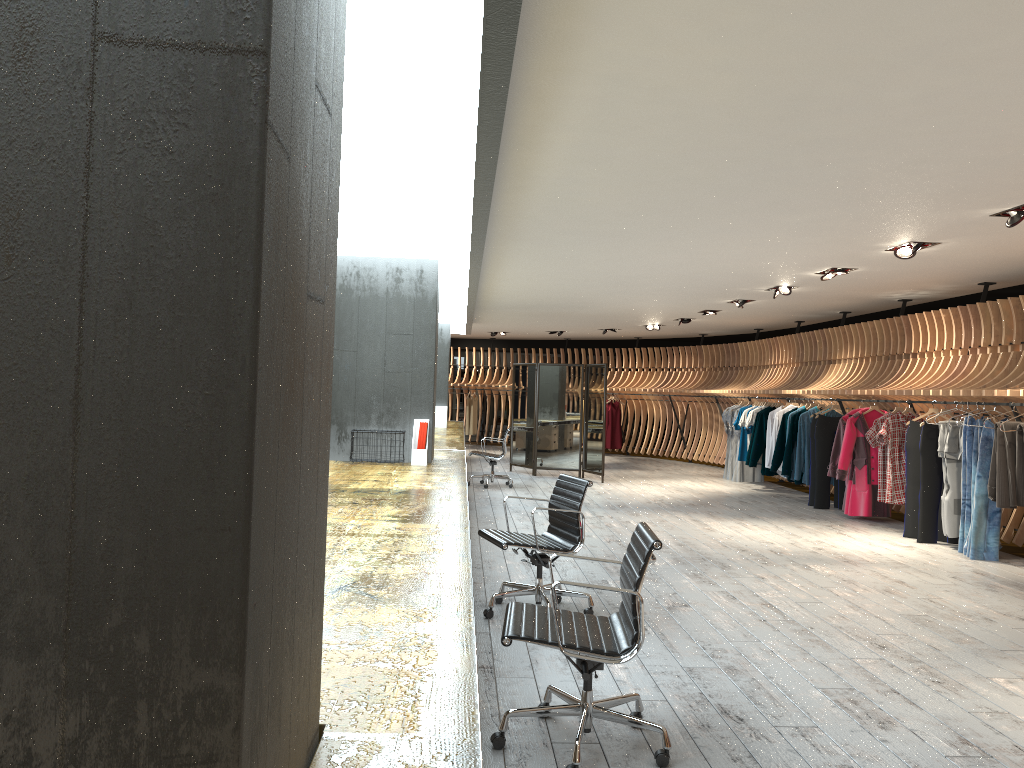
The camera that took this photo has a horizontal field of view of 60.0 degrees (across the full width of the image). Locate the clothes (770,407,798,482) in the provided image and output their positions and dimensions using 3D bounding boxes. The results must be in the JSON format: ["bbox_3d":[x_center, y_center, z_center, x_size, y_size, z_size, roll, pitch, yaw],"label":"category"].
[{"bbox_3d":[4.176,0.874,12.738,0.913,1.082,0.238,2,-1,1],"label":"clothes"}]

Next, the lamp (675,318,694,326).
[{"bbox_3d":[3.060,-1.183,15.727,0.269,0.291,0.492,2,-1,-7],"label":"lamp"}]

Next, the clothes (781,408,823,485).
[{"bbox_3d":[4.203,0.872,12.384,0.913,1.082,0.238,2,-1,-4],"label":"clothes"}]

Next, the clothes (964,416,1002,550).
[{"bbox_3d":[4.438,0.949,8.296,0.277,1.292,0.316,3,-2,-39],"label":"clothes"}]

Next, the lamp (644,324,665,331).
[{"bbox_3d":[2.763,-1.181,17.291,0.269,0.287,0.492,2,-1,-23],"label":"lamp"}]

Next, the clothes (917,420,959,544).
[{"bbox_3d":[4.384,1.053,8.999,0.539,1.353,0.087,2,-1,-4],"label":"clothes"}]

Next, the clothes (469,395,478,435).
[{"bbox_3d":[-0.957,0.779,22.251,0.096,0.989,0.465,2,-1,14],"label":"clothes"}]

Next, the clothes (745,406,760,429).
[{"bbox_3d":[4.119,0.814,14.312,0.742,0.939,0.162,2,-1,-9],"label":"clothes"}]

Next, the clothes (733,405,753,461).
[{"bbox_3d":[4.013,0.831,14.641,0.738,0.971,0.167,2,-1,5],"label":"clothes"}]

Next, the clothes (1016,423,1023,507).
[{"bbox_3d":[4.550,0.713,7.700,0.336,0.776,0.254,2,-1,12],"label":"clothes"}]

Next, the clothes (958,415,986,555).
[{"bbox_3d":[4.389,1.062,8.438,0.277,1.543,0.316,2,-1,-4],"label":"clothes"}]

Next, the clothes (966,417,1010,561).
[{"bbox_3d":[4.386,1.067,8.145,0.373,1.537,0.312,2,-1,8],"label":"clothes"}]

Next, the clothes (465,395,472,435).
[{"bbox_3d":[-1.076,0.775,22.271,0.096,0.989,0.465,2,-1,9],"label":"clothes"}]

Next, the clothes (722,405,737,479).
[{"bbox_3d":[4.006,1.089,15.502,0.677,1.435,0.203,2,-2,11],"label":"clothes"}]

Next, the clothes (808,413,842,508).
[{"bbox_3d":[4.227,1.073,11.782,0.539,1.353,0.087,1,-2,21],"label":"clothes"}]

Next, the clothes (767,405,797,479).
[{"bbox_3d":[4.127,0.858,13.070,0.733,1.107,0.165,2,-1,-3],"label":"clothes"}]

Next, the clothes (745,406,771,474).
[{"bbox_3d":[4.112,0.886,13.887,0.913,1.082,0.238,2,-1,-4],"label":"clothes"}]

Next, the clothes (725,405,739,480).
[{"bbox_3d":[4.015,1.088,15.362,0.677,1.435,0.203,2,-2,-14],"label":"clothes"}]

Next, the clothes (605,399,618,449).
[{"bbox_3d":[2.286,0.920,20.299,0.444,1.129,0.126,2,-1,-6],"label":"clothes"}]

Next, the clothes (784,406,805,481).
[{"bbox_3d":[4.203,0.845,12.509,0.715,1.088,0.256,2,-1,-8],"label":"clothes"}]

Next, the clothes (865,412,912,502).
[{"bbox_3d":[4.324,0.822,9.932,0.760,1.021,0.187,2,-1,-2],"label":"clothes"}]

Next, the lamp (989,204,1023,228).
[{"bbox_3d":[3.598,-1.252,6.175,0.269,0.291,0.492,2,-1,-3],"label":"lamp"}]

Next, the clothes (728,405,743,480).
[{"bbox_3d":[4.022,1.087,15.221,0.677,1.435,0.203,2,-2,11],"label":"clothes"}]

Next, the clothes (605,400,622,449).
[{"bbox_3d":[2.340,0.921,20.223,0.443,1.129,0.127,3,-2,-31],"label":"clothes"}]

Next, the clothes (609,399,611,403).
[{"bbox_3d":[2.165,0.917,20.417,0.443,1.129,0.127,3,-2,-31],"label":"clothes"}]

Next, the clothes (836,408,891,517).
[{"bbox_3d":[4.293,0.938,10.548,0.840,1.312,0.321,2,-1,6],"label":"clothes"}]

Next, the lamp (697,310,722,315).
[{"bbox_3d":[3.152,-1.193,14.135,0.269,0.294,0.492,2,-1,-3],"label":"lamp"}]

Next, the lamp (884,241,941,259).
[{"bbox_3d":[3.509,-1.244,7.767,0.269,0.284,0.492,2,-1,-3],"label":"lamp"}]

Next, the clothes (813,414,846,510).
[{"bbox_3d":[4.220,1.071,11.590,0.539,1.353,0.087,2,-1,1],"label":"clothes"}]

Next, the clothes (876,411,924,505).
[{"bbox_3d":[4.321,0.818,9.709,0.759,1.030,0.179,2,-2,-17],"label":"clothes"}]

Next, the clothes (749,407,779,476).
[{"bbox_3d":[4.126,0.885,13.765,0.913,1.082,0.238,2,-1,-4],"label":"clothes"}]

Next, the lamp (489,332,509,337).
[{"bbox_3d":[-0.313,-1.249,20.777,0.493,0.292,0.269,1,-1,29],"label":"lamp"}]

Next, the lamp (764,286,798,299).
[{"bbox_3d":[3.330,-1.213,10.951,0.269,0.301,0.492,2,-1,-3],"label":"lamp"}]

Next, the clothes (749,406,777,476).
[{"bbox_3d":[4.123,0.884,13.678,0.913,1.082,0.238,2,-1,1],"label":"clothes"}]

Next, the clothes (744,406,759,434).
[{"bbox_3d":[4.112,0.832,14.452,0.743,0.961,0.167,2,-1,-10],"label":"clothes"}]

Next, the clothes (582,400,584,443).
[{"bbox_3d":[1.845,0.868,20.706,0.777,1.053,0.151,2,-1,-3],"label":"clothes"}]

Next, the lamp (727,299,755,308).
[{"bbox_3d":[3.241,-1.209,12.543,0.269,0.286,0.492,2,-1,-3],"label":"lamp"}]

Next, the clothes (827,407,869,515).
[{"bbox_3d":[4.278,0.940,10.837,0.839,1.312,0.321,2,-1,-4],"label":"clothes"}]

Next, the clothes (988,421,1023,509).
[{"bbox_3d":[4.418,0.717,7.866,0.278,0.767,0.263,2,-1,4],"label":"clothes"}]

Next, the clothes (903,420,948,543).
[{"bbox_3d":[4.356,1.054,9.201,0.539,1.353,0.087,1,-2,36],"label":"clothes"}]

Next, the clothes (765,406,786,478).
[{"bbox_3d":[4.174,0.861,13.263,0.733,1.107,0.165,2,-1,2],"label":"clothes"}]

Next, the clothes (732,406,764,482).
[{"bbox_3d":[4.028,1.086,15.086,0.677,1.435,0.203,2,-2,-19],"label":"clothes"}]

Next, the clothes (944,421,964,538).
[{"bbox_3d":[4.359,0.933,8.690,0.278,1.141,0.172,2,-1,4],"label":"clothes"}]

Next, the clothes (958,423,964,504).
[{"bbox_3d":[4.421,0.937,8.586,0.170,1.143,0.273,0,-2,44],"label":"clothes"}]

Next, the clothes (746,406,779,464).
[{"bbox_3d":[4.075,0.811,14.045,0.734,0.938,0.164,2,-1,0],"label":"clothes"}]

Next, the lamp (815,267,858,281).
[{"bbox_3d":[3.420,-1.226,9.359,0.269,0.296,0.492,2,-1,-3],"label":"lamp"}]

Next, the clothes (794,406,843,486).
[{"bbox_3d":[4.228,0.842,12.071,0.715,1.088,0.256,2,-1,2],"label":"clothes"}]

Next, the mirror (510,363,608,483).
[{"bbox_3d":[0.769,0.601,14.832,2.112,1.893,0.443,1,-2,38],"label":"mirror"}]

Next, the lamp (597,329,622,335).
[{"bbox_3d":[2.062,-1.189,18.715,0.269,0.292,0.493,3,-1,-35],"label":"lamp"}]

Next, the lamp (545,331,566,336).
[{"bbox_3d":[1.012,-1.212,19.904,0.493,0.294,0.269,1,-1,42],"label":"lamp"}]

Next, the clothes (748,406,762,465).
[{"bbox_3d":[4.079,0.828,14.231,0.742,0.950,0.167,2,-2,-20],"label":"clothes"}]

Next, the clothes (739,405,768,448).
[{"bbox_3d":[4.078,0.818,14.502,0.743,0.931,0.158,2,-1,1],"label":"clothes"}]

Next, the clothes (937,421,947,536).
[{"bbox_3d":[4.366,0.937,8.797,0.273,1.143,0.169,1,-2,29],"label":"clothes"}]
